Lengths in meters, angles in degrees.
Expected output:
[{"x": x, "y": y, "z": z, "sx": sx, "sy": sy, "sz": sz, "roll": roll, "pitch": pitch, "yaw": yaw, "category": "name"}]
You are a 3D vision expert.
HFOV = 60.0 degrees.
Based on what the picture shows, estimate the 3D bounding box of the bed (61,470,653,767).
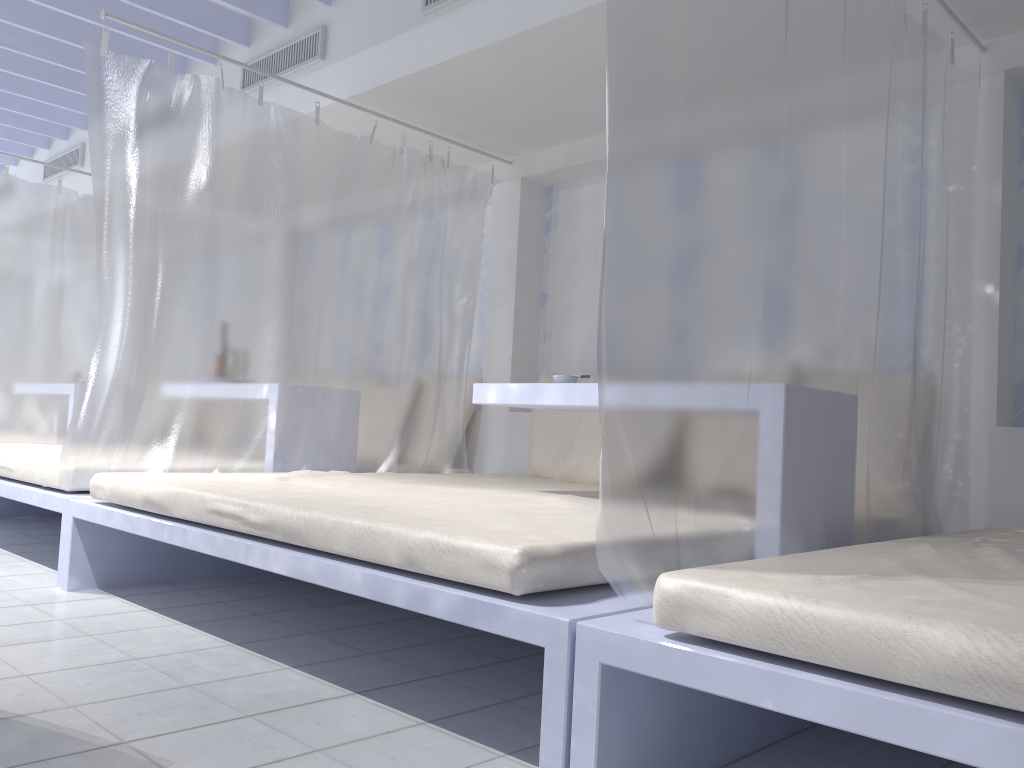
[{"x": -0.008, "y": 0.547, "z": 2.927, "sx": 2.200, "sy": 0.427, "sz": 2.016, "roll": 0, "pitch": -4, "yaw": 44, "category": "bed"}]

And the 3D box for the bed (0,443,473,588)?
[{"x": -1.589, "y": 0.550, "z": 4.471, "sx": 2.200, "sy": 0.422, "sz": 2.022, "roll": 0, "pitch": -4, "yaw": 44, "category": "bed"}]

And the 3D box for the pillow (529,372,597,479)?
[{"x": 0.284, "y": 0.191, "z": 4.027, "sx": 0.572, "sy": 0.510, "sz": 0.231, "roll": 0, "pitch": -4, "yaw": 43, "category": "pillow"}]

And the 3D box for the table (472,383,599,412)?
[{"x": 0.391, "y": 0.237, "z": 2.589, "sx": 1.065, "sy": 0.450, "sz": 0.416, "roll": 0, "pitch": -4, "yaw": 44, "category": "table"}]

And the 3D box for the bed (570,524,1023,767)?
[{"x": 1.585, "y": 0.547, "z": 1.393, "sx": 2.200, "sy": 0.427, "sz": 2.016, "roll": 0, "pitch": -4, "yaw": 44, "category": "bed"}]

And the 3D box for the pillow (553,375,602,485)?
[{"x": 0.467, "y": 0.198, "z": 3.725, "sx": 0.307, "sy": 0.482, "sz": 0.528, "roll": 6, "pitch": -4, "yaw": -41, "category": "pillow"}]

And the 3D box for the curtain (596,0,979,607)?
[{"x": 0.832, "y": -0.323, "z": 2.196, "sx": 0.125, "sy": 1.559, "sz": 1.998, "roll": 0, "pitch": -4, "yaw": 42, "category": "curtain"}]

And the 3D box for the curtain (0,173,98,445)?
[{"x": -2.352, "y": -0.324, "z": 5.260, "sx": 0.125, "sy": 1.559, "sz": 1.998, "roll": 0, "pitch": -4, "yaw": 42, "category": "curtain"}]

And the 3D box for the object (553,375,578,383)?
[{"x": 0.172, "y": -0.005, "z": 2.892, "sx": 0.082, "sy": 0.043, "sz": 0.082, "roll": 3, "pitch": -3, "yaw": 5, "category": "object"}]

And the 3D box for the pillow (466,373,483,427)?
[{"x": -0.403, "y": 0.191, "z": 4.689, "sx": 0.572, "sy": 0.510, "sz": 0.231, "roll": 0, "pitch": -4, "yaw": 45, "category": "pillow"}]

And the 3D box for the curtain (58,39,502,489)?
[{"x": -0.794, "y": -0.347, "z": 3.707, "sx": 0.151, "sy": 1.552, "sz": 2.050, "roll": 0, "pitch": -4, "yaw": 44, "category": "curtain"}]
